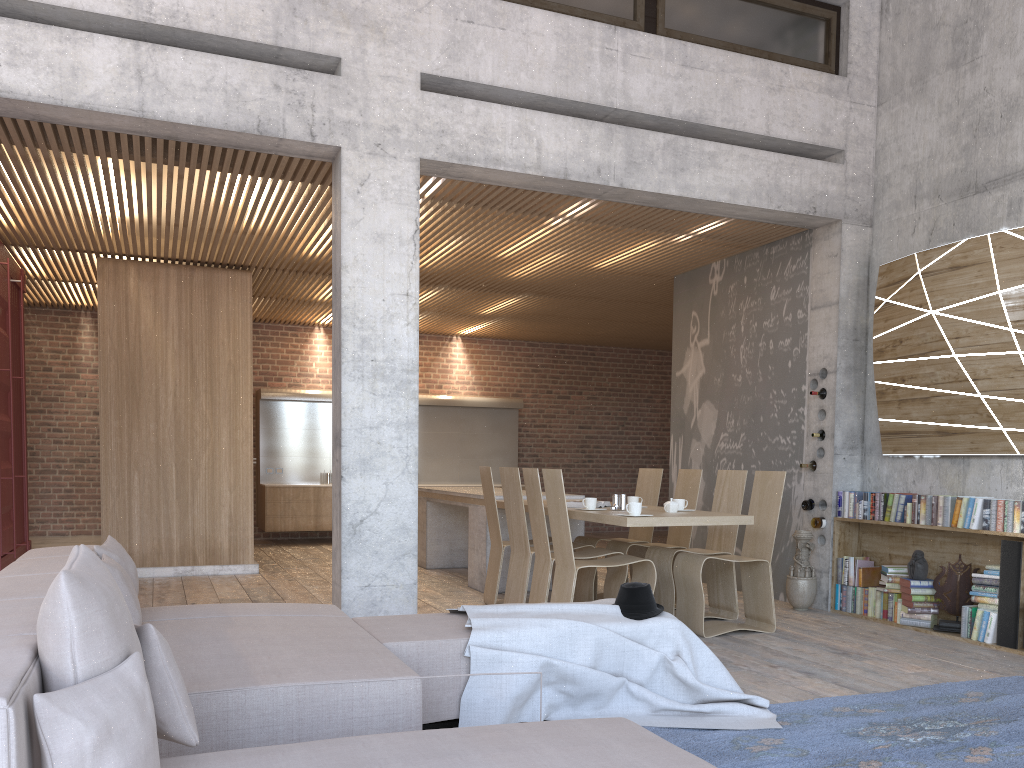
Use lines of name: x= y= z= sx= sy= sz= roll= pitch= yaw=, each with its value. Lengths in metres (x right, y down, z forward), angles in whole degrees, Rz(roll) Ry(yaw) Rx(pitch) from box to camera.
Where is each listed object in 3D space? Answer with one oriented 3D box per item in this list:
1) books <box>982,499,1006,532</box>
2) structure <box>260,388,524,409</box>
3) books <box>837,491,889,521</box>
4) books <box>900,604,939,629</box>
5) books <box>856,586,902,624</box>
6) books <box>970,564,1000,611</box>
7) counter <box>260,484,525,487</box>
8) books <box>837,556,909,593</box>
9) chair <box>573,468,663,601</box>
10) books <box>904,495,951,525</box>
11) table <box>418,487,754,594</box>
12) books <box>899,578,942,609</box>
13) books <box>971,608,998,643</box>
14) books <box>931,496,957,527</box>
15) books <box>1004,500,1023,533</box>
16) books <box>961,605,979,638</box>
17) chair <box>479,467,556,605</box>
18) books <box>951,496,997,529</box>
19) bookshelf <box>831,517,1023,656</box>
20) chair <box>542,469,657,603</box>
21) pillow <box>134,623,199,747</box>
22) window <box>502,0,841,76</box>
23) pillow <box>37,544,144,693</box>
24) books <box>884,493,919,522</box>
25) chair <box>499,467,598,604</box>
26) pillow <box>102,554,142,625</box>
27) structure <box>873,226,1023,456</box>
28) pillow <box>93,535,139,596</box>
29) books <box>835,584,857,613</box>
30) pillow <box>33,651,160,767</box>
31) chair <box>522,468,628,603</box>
books: x=3.349 y=0.903 z=6.024 sx=0.154 sy=0.222 sz=0.155 roll=0 pitch=1 yaw=-22
structure: x=-1.742 y=0.234 z=13.418 sx=4.080 sy=0.158 sz=0.208 roll=3 pitch=-3 yaw=-22
books: x=2.906 y=0.994 z=7.175 sx=0.215 sy=0.220 sz=0.490 roll=1 pitch=-3 yaw=-22
books: x=3.090 y=1.760 z=6.656 sx=0.261 sy=0.151 sz=0.248 roll=-1 pitch=-3 yaw=24
books: x=3.004 y=1.752 z=7.015 sx=0.242 sy=0.238 sz=0.494 roll=1 pitch=-3 yaw=-22
books: x=3.369 y=1.418 z=6.122 sx=0.218 sy=0.324 sz=0.251 roll=0 pitch=0 yaw=-20
counter: x=-1.675 y=1.533 z=13.293 sx=4.080 sy=0.020 sz=0.653 roll=3 pitch=-5 yaw=-22
books: x=2.963 y=1.548 z=7.097 sx=0.300 sy=0.262 sz=0.717 roll=1 pitch=-4 yaw=-17
chair: x=0.942 y=1.348 z=7.839 sx=0.722 sy=1.200 sz=0.347 roll=0 pitch=3 yaw=-28
books: x=3.136 y=0.947 z=6.620 sx=0.209 sy=0.221 sz=0.278 roll=1 pitch=-2 yaw=-24
table: x=0.231 y=1.517 z=8.300 sx=1.012 sy=0.922 sz=5.191 roll=1 pitch=-5 yaw=-22
books: x=3.089 y=1.582 z=6.633 sx=0.246 sy=0.211 sz=0.189 roll=1 pitch=0 yaw=-1
books: x=3.347 y=1.683 z=6.111 sx=0.189 sy=0.229 sz=0.199 roll=1 pitch=0 yaw=-22
books: x=3.194 y=0.928 z=6.410 sx=0.189 sy=0.222 sz=0.155 roll=1 pitch=1 yaw=-22
books: x=3.433 y=0.887 z=5.824 sx=0.170 sy=0.221 sz=0.276 roll=1 pitch=-2 yaw=-21
books: x=3.303 y=1.695 z=6.260 sx=0.204 sy=0.222 sz=0.074 roll=1 pitch=2 yaw=-22
chair: x=0.106 y=1.307 z=7.500 sx=0.722 sy=1.200 sz=0.346 roll=0 pitch=3 yaw=-17
books: x=3.276 y=0.911 z=6.208 sx=0.189 sy=0.229 sz=0.249 roll=1 pitch=-1 yaw=-22
bookshelf: x=3.840 y=1.323 z=4.993 sx=0.303 sy=0.802 sz=5.326 roll=0 pitch=-4 yaw=-22
chair: x=0.597 y=1.186 z=6.063 sx=0.722 sy=1.200 sz=0.346 roll=0 pitch=3 yaw=-19
pillow: x=-1.015 y=0.815 z=2.417 sx=0.376 sy=0.374 sz=0.169 roll=0 pitch=1 yaw=41
window: x=-1.210 y=-2.977 z=5.637 sx=8.441 sy=0.612 sz=0.112 roll=3 pitch=2 yaw=-22
pillow: x=-1.013 y=0.687 z=2.133 sx=0.221 sy=0.559 sz=0.562 roll=0 pitch=0 yaw=-20
books: x=3.052 y=0.966 z=6.851 sx=0.189 sy=0.229 sz=0.199 roll=1 pitch=0 yaw=-22
chair: x=0.290 y=1.268 z=7.029 sx=0.722 sy=1.200 sz=0.347 roll=0 pitch=3 yaw=-25
pillow: x=-1.726 y=0.927 z=3.848 sx=0.187 sy=0.360 sz=0.370 roll=0 pitch=-1 yaw=-22
structure: x=3.586 y=-0.316 z=5.514 sx=0.359 sy=1.535 sz=3.414 roll=-1 pitch=-3 yaw=-22
pillow: x=-1.892 y=0.920 z=4.201 sx=0.188 sy=0.367 sz=0.362 roll=0 pitch=-1 yaw=-17
books: x=2.833 y=1.790 z=7.360 sx=0.204 sy=0.221 sz=0.273 roll=1 pitch=-2 yaw=-22
pillow: x=-0.875 y=0.794 z=1.880 sx=0.151 sy=0.378 sz=0.368 roll=1 pitch=-1 yaw=11
chair: x=0.465 y=1.228 z=6.555 sx=0.722 sy=1.200 sz=0.346 roll=0 pitch=3 yaw=-17
